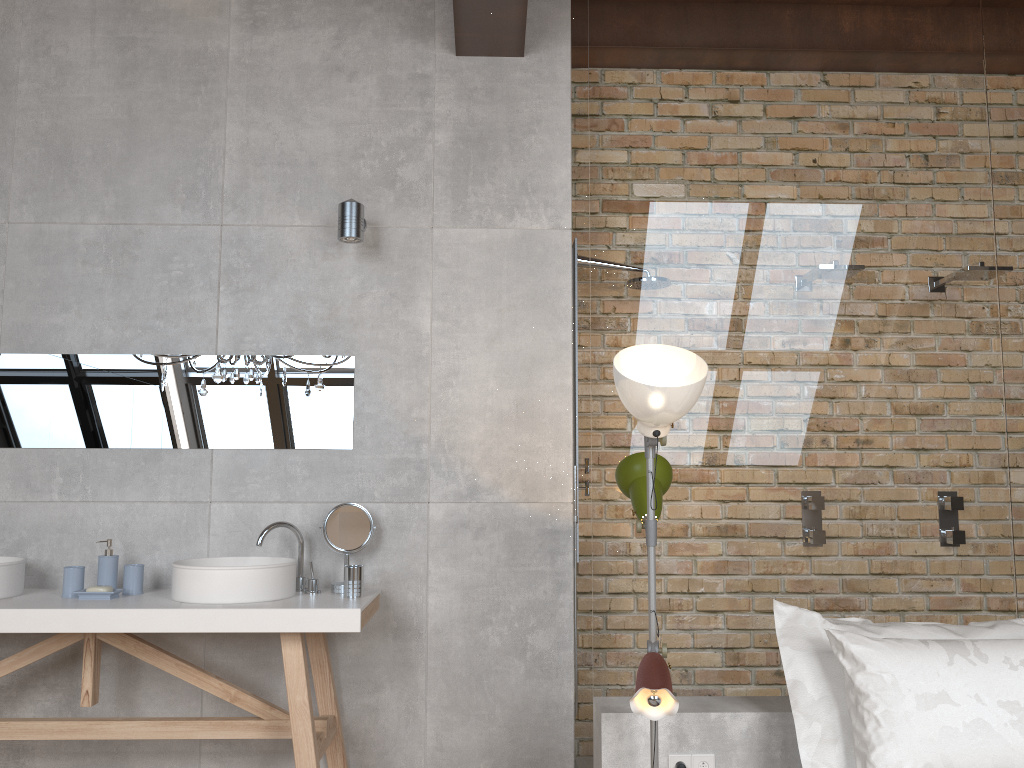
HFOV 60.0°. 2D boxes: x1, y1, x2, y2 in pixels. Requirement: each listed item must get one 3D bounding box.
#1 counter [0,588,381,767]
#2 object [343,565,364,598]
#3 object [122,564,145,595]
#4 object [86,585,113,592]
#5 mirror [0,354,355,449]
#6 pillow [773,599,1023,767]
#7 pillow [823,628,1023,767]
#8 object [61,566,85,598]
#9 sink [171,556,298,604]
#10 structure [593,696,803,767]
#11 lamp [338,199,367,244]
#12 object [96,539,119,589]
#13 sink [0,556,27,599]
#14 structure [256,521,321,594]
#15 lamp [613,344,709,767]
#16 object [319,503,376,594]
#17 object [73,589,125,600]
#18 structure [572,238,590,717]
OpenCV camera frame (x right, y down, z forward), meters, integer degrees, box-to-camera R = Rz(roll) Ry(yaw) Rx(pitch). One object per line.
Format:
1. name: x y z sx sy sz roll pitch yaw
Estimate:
1. counter: -1.516 1.154 3.182 2.011 0.765 0.630 0 -6 -2
2. object: -0.578 0.722 3.241 0.073 0.111 0.073 1 -7 -9
3. object: -1.415 0.731 3.315 0.075 0.108 0.075 -2 -7 19
4. object: -1.481 0.742 3.185 0.084 0.035 0.067 0 -6 0
5. mirror: -1.558 0.069 3.554 1.838 0.377 0.007 0 -6 -2
6. pillow: 1.653 0.906 2.575 1.746 0.517 0.358 0 -6 -2
7. pillow: 1.251 0.878 2.399 0.744 0.397 0.276 0 -6 -2
8. object: -1.598 0.721 3.233 0.075 0.108 0.075 -4 -8 34
9. sink: -1.013 0.713 3.245 0.442 0.128 0.445 5 -8 -37
10. structure: 1.674 1.253 2.774 2.820 0.494 0.206 0 -6 -2
11. lamp: -0.635 -0.639 3.557 0.101 0.168 0.243 0 -6 -2
12. object: -1.516 0.685 3.329 0.076 0.201 0.076 1 -6 -8
13. sink: -2.016 0.707 3.218 0.445 0.128 0.442 2 -7 -19
14. structure: -0.845 0.659 3.386 0.242 0.268 0.141 1 -6 -7
15. lamp: 0.391 0.677 2.547 0.270 1.582 0.561 1 -6 -5
16. object: -0.633 0.627 3.412 0.118 0.338 0.192 -6 -9 44
17. object: -1.482 0.756 3.183 0.147 0.031 0.100 0 -6 0
18. structure: 0.467 0.371 3.782 0.457 2.005 0.217 1 -6 -5
